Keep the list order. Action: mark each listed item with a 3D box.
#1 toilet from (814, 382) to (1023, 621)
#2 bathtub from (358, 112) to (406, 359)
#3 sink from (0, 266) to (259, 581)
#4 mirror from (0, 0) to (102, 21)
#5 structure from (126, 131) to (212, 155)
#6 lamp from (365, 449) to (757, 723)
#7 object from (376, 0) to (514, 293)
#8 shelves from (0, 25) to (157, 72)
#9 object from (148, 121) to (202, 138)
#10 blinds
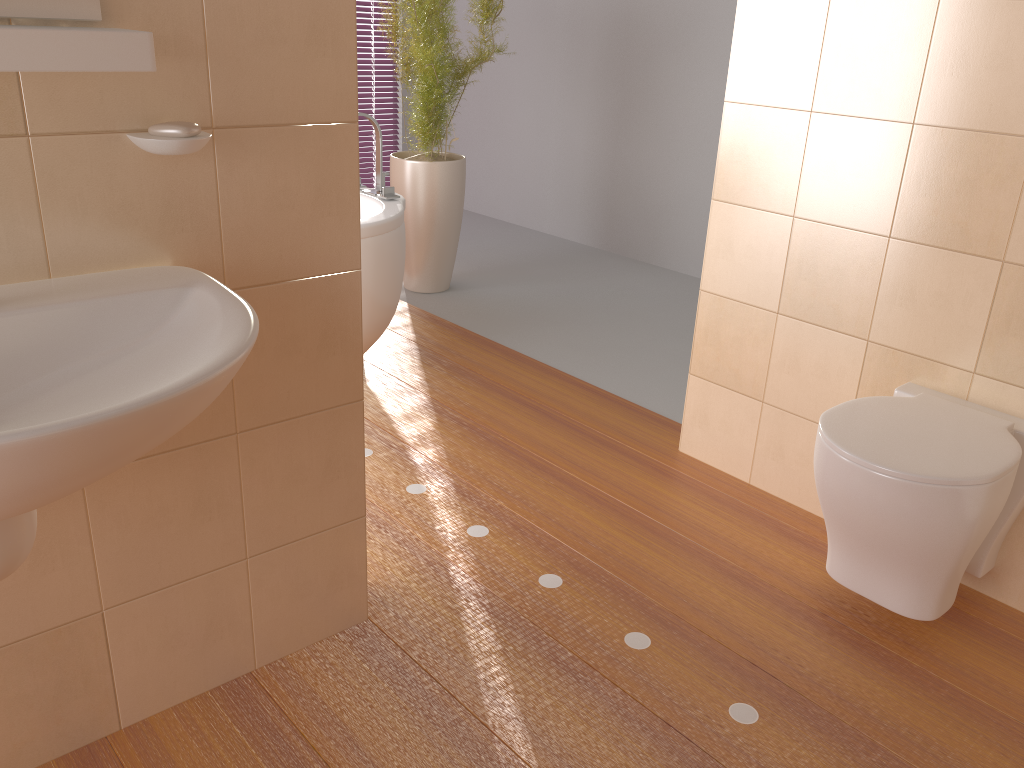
[{"bbox_3d":[0.890,0.277,1.987,0.534,0.400,0.375,-16,29,-38],"label":"toilet"},{"bbox_3d":[-1.166,-0.423,2.987,1.874,0.900,0.888,-16,29,-38],"label":"bathtub"},{"bbox_3d":[-0.619,0.011,1.070,0.683,0.516,0.539,-16,29,-38],"label":"sink"},{"bbox_3d":[-0.745,-0.821,0.932,0.502,0.799,0.008,-16,29,-38],"label":"mirror"},{"bbox_3d":[-0.505,-0.358,1.330,0.117,0.029,0.092,-16,29,-38],"label":"structure"},{"bbox_3d":[-0.919,0.894,0.998,3.173,0.001,2.893,-16,29,-38],"label":"lamp"},{"bbox_3d":[-0.286,-1.201,4.119,0.683,1.557,1.335,-1,23,-9],"label":"object"},{"bbox_3d":[-0.731,-0.405,1.061,0.554,0.050,0.138,-16,29,-38],"label":"shelves"},{"bbox_3d":[-0.503,-0.379,1.323,0.075,0.023,0.050,8,23,12],"label":"object"},{"bbox_3d":[-2.542,-1.730,4.465,4.712,2.022,0.032,-16,29,-38],"label":"blinds"}]
